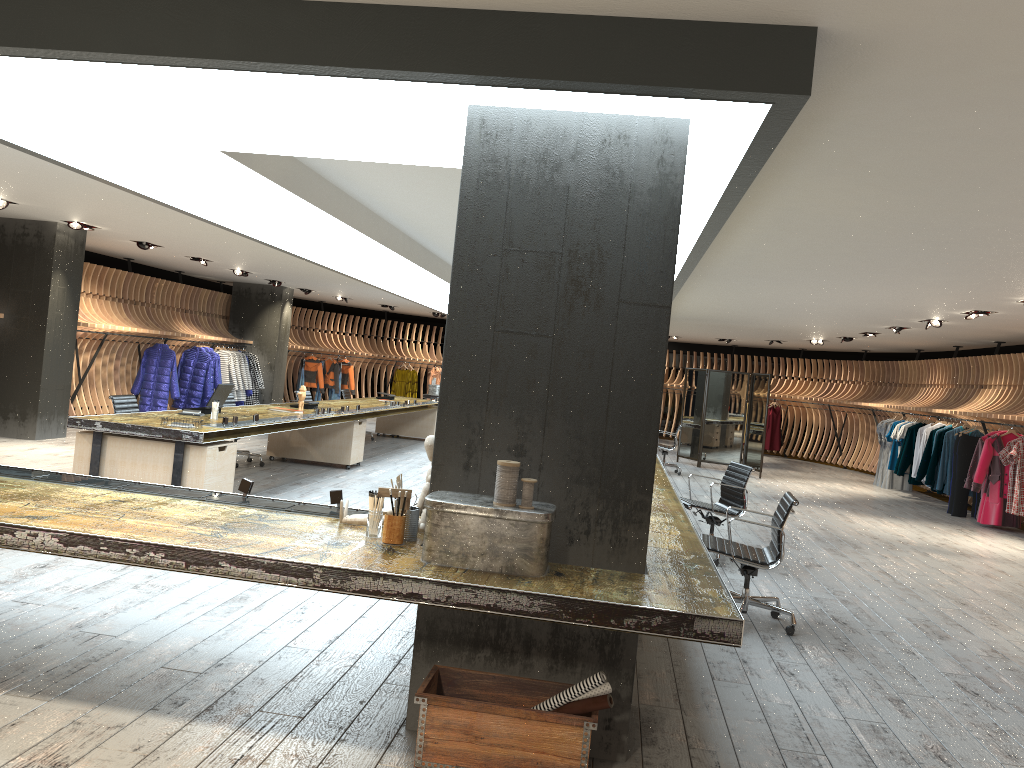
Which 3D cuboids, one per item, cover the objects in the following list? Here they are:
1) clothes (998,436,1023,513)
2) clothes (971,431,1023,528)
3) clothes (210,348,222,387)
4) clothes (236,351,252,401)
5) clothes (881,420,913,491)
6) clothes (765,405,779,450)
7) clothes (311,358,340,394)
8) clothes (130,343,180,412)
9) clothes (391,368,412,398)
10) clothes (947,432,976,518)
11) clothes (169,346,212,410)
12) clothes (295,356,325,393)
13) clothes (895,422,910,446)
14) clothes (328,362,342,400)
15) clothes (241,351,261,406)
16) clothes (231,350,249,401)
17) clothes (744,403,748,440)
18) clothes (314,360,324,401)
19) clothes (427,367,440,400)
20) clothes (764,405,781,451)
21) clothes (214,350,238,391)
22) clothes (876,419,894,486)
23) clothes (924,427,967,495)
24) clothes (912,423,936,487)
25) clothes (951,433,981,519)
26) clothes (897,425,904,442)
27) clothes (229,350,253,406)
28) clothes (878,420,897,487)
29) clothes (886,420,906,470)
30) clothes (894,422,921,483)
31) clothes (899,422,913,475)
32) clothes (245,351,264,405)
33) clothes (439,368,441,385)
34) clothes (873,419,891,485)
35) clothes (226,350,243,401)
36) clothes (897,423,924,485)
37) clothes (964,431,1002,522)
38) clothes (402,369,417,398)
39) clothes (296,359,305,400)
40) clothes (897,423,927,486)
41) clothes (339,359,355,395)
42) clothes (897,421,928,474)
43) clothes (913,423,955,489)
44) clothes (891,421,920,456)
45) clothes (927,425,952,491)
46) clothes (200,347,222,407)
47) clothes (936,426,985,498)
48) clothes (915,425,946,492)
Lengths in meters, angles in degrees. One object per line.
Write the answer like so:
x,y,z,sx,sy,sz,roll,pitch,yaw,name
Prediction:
6.635,1.184,11.408,0.761,1.020,0.187,6,0,8,clothes
6.706,1.293,12.022,0.840,1.312,0.321,6,0,16,clothes
-5.945,-0.092,16.990,0.885,1.239,0.245,6,0,4,clothes
-5.642,-0.149,18.140,0.752,1.062,0.128,6,0,5,clothes
7.230,1.395,16.539,0.677,1.434,0.204,6,0,-9,clothes
6.442,1.078,21.975,0.444,1.129,0.126,6,0,4,clothes
-4.584,-0.215,22.088,0.840,0.881,0.200,6,0,27,clothes
-6.149,-0.087,15.290,0.885,1.239,0.245,6,0,4,clothes
-2.963,0.100,23.810,0.665,1.045,0.168,6,0,38,clothes
6.849,1.415,13.251,0.539,1.353,0.087,6,0,31,clothes
-6.062,-0.093,16.682,0.880,1.260,0.242,6,0,4,clothes
-4.919,-0.244,21.634,0.840,0.881,0.200,6,0,22,clothes
7.218,1.151,15.896,0.743,0.960,0.167,6,0,0,clothes
-4.469,0.145,22.358,0.308,1.422,0.200,6,0,-21,clothes
-5.588,-0.093,18.499,0.807,1.187,0.191,6,0,7,clothes
-5.663,-0.148,17.962,0.752,1.062,0.128,6,0,5,clothes
6.083,0.993,22.452,0.777,1.053,0.151,6,0,7,clothes
-4.785,0.120,21.855,0.200,1.422,0.309,6,0,-1,clothes
-2.148,0.111,24.330,0.447,1.156,0.125,6,0,42,clothes
6.481,1.083,21.891,0.443,1.129,0.127,6,0,-21,clothes
-5.723,-0.147,17.468,0.752,1.062,0.128,6,0,5,clothes
7.266,1.394,16.813,0.677,1.434,0.204,6,0,-4,clothes
6.943,1.210,13.844,0.914,1.081,0.238,6,0,7,clothes
7.069,1.191,14.716,0.733,1.106,0.165,6,0,12,clothes
6.807,1.414,13.063,0.539,1.353,0.087,6,0,11,clothes
7.201,1.134,15.756,0.742,0.938,0.162,6,0,1,clothes
-5.752,-0.093,18.359,0.885,1.239,0.245,6,0,4,clothes
7.248,1.394,16.674,0.677,1.434,0.203,6,0,21,clothes
7.154,1.142,16.100,0.738,0.971,0.167,6,0,16,clothes
7.115,1.208,15.341,0.914,1.081,0.238,6,0,7,clothes
7.147,1.147,15.684,0.742,0.950,0.168,6,0,-10,clothes
-5.574,-0.094,18.687,0.799,1.185,0.191,6,0,7,clothes
-2.045,0.121,24.384,0.125,1.156,0.447,6,0,-23,clothes
7.281,1.394,16.953,0.677,1.434,0.203,6,0,21,clothes
-5.695,-0.147,17.702,0.752,1.062,0.128,6,0,5,clothes
7.108,1.209,15.218,0.914,1.081,0.238,6,0,7,clothes
6.741,1.292,12.310,0.840,1.312,0.321,6,0,6,clothes
-2.818,0.113,23.921,0.665,1.045,0.168,6,0,38,clothes
-5.071,0.099,21.335,0.200,1.422,0.309,6,0,-16,clothes
7.090,1.209,15.133,0.914,1.081,0.238,6,0,12,clothes
-4.287,-0.195,22.581,0.840,0.881,0.200,6,0,37,clothes
7.112,1.130,15.501,0.734,0.937,0.164,6,0,10,clothes
6.989,1.186,14.534,0.733,1.106,0.165,6,0,7,clothes
7.194,1.134,15.951,0.744,0.931,0.158,6,0,11,clothes
6.966,1.182,13.967,0.715,1.088,0.257,6,0,2,clothes
-5.888,-0.086,16.803,0.884,1.246,0.249,6,0,4,clothes
6.914,1.183,13.532,0.715,1.088,0.256,6,0,12,clothes
6.978,1.208,14.198,0.914,1.081,0.238,6,0,12,clothes
